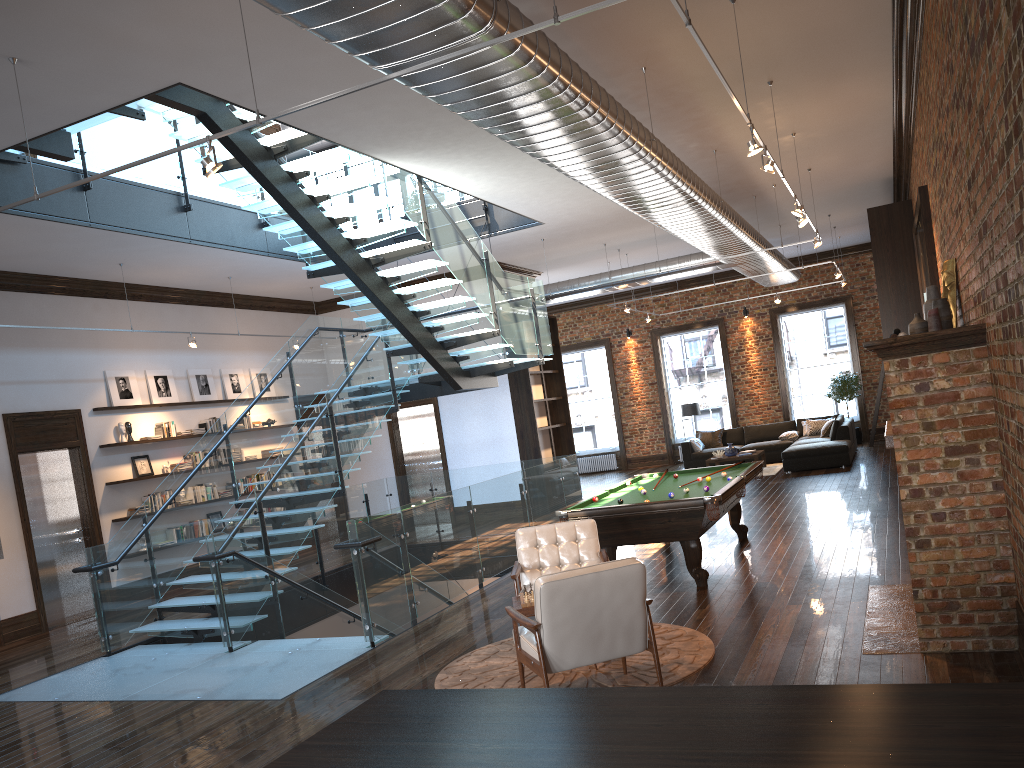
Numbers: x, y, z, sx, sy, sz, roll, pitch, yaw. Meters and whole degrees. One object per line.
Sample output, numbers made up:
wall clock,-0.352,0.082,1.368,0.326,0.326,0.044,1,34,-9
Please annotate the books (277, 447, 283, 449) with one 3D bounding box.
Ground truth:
books,-4.043,1.099,14.953,0.194,0.007,0.344,-9,-2,25

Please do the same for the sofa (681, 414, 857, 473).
sofa,5.041,1.284,17.968,3.516,0.806,3.430,-9,-2,24

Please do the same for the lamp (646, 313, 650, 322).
lamp,2.954,-1.444,19.218,0.113,0.231,0.114,-9,2,-26

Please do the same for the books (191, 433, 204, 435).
books,-4.783,0.762,13.414,0.142,0.011,0.254,-9,-2,22

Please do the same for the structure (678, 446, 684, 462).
structure,4.706,1.636,21.704,1.307,0.396,0.214,-9,1,24

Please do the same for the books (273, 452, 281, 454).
books,-4.033,1.173,14.954,0.194,0.007,0.344,-9,-2,21

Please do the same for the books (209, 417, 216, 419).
books,-4.635,0.637,13.784,0.140,0.240,0.011,-8,3,24

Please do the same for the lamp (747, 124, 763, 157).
lamp,1.709,-1.731,6.280,0.116,0.213,0.118,-9,2,-25

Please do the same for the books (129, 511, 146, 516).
books,-5.150,1.788,12.258,0.144,0.028,0.233,-9,-2,23

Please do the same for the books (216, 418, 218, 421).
books,-4.626,0.646,13.764,0.167,0.219,0.021,-8,3,24

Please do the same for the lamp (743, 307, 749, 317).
lamp,5.496,-1.689,20.862,0.127,0.237,0.154,-8,2,23

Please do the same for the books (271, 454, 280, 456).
books,-4.025,1.202,14.952,0.196,0.008,0.306,-9,-2,19

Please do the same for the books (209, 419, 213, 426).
books,-4.679,0.654,13.671,0.154,0.212,0.023,-8,3,24

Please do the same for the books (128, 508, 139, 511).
books,-5.164,1.722,12.240,0.144,0.028,0.217,-9,-2,28

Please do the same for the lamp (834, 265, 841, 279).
lamp,5.792,-1.990,15.768,0.113,0.231,0.113,-8,2,-1

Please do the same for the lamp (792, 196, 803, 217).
lamp,2.881,-1.800,8.988,0.113,0.231,0.114,-10,2,-37

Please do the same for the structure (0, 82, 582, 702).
structure,-2.014,0.678,10.152,3.590,14.539,6.996,-7,2,23

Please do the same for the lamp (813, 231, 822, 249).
lamp,3.954,-1.870,11.483,0.114,0.231,0.113,-7,2,38

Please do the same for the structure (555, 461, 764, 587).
structure,1.717,1.448,9.276,1.559,0.853,2.940,-9,-2,23

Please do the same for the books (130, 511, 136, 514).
books,-5.155,1.760,12.262,0.155,0.028,0.190,-9,-2,18

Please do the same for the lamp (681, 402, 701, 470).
lamp,3.949,1.178,19.714,0.416,1.471,0.690,-10,3,-37

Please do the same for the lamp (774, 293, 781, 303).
lamp,5.723,-1.858,19.141,0.113,0.231,0.114,-9,2,-7

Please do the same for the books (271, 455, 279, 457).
books,-4.019,1.217,14.951,0.194,0.007,0.344,-9,-2,18

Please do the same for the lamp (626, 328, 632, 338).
lamp,2.897,-1.260,22.021,0.127,0.237,0.154,-8,2,23

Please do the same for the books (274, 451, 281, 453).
books,-4.040,1.159,14.955,0.196,0.008,0.306,-9,-2,23

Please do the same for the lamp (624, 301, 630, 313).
lamp,2.115,-1.420,16.393,0.114,0.231,0.112,-7,3,44

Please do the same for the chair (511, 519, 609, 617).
chair,0.396,1.555,6.955,0.769,0.868,0.739,-8,1,4

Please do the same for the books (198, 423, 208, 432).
books,-4.715,0.680,13.550,0.167,0.161,0.037,-8,2,24

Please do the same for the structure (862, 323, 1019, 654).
structure,2.774,0.645,6.075,0.890,1.912,1.987,-8,1,23

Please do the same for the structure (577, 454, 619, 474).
structure,2.115,2.063,22.859,1.307,0.396,0.214,-9,1,24

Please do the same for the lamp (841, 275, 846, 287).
lamp,6.583,-2.042,17.600,0.113,0.231,0.114,-9,2,-27

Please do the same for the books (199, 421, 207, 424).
books,-4.721,0.670,13.578,0.127,0.185,0.041,-8,3,24

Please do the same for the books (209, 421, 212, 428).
books,-4.678,0.668,13.621,0.167,0.180,0.028,-8,3,24

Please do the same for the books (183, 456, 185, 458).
books,-4.825,1.171,13.207,0.142,0.214,0.005,-8,3,24

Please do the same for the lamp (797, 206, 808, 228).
lamp,3.142,-1.817,9.596,0.114,0.231,0.113,-8,2,3

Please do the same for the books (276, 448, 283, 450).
books,-4.041,1.114,14.954,0.196,0.008,0.306,-9,-2,25

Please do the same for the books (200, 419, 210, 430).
books,-4.698,0.656,13.601,0.157,0.209,0.022,-8,3,24

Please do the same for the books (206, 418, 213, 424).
books,-4.666,0.649,13.683,0.156,0.218,0.011,-8,3,24

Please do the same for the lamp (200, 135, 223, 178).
lamp,-1.675,-1.267,4.946,0.114,0.231,0.113,-8,2,13

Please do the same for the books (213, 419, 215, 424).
books,-4.644,0.655,13.742,0.131,0.204,0.014,-8,3,24

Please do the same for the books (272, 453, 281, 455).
books,-4.027,1.188,14.951,0.196,0.008,0.306,-10,-2,27

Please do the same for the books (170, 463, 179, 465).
books,-4.879,1.168,13.058,0.141,0.011,0.286,-9,-2,19

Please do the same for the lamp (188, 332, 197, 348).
lamp,-4.399,-0.602,12.177,0.113,0.231,0.114,-9,2,-22

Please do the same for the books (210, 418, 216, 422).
books,-4.639,0.644,13.752,0.162,0.226,0.011,-8,3,24

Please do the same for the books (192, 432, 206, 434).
books,-4.786,0.752,13.414,0.141,0.011,0.284,-9,-2,24

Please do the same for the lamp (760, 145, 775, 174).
lamp,1.982,-1.741,6.910,0.114,0.231,0.113,-9,2,-2

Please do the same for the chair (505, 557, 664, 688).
chair,0.415,1.496,5.394,0.765,0.868,0.743,-9,1,-16

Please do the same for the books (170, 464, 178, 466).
books,-4.883,1.179,13.061,0.141,0.011,0.284,-9,-2,25
